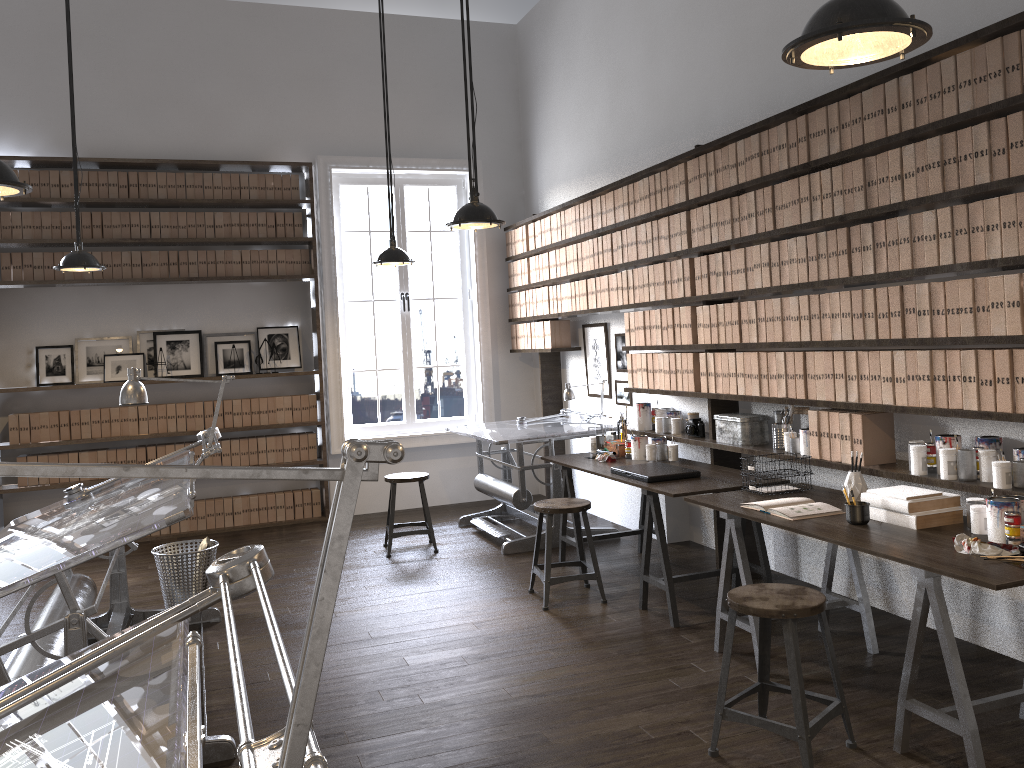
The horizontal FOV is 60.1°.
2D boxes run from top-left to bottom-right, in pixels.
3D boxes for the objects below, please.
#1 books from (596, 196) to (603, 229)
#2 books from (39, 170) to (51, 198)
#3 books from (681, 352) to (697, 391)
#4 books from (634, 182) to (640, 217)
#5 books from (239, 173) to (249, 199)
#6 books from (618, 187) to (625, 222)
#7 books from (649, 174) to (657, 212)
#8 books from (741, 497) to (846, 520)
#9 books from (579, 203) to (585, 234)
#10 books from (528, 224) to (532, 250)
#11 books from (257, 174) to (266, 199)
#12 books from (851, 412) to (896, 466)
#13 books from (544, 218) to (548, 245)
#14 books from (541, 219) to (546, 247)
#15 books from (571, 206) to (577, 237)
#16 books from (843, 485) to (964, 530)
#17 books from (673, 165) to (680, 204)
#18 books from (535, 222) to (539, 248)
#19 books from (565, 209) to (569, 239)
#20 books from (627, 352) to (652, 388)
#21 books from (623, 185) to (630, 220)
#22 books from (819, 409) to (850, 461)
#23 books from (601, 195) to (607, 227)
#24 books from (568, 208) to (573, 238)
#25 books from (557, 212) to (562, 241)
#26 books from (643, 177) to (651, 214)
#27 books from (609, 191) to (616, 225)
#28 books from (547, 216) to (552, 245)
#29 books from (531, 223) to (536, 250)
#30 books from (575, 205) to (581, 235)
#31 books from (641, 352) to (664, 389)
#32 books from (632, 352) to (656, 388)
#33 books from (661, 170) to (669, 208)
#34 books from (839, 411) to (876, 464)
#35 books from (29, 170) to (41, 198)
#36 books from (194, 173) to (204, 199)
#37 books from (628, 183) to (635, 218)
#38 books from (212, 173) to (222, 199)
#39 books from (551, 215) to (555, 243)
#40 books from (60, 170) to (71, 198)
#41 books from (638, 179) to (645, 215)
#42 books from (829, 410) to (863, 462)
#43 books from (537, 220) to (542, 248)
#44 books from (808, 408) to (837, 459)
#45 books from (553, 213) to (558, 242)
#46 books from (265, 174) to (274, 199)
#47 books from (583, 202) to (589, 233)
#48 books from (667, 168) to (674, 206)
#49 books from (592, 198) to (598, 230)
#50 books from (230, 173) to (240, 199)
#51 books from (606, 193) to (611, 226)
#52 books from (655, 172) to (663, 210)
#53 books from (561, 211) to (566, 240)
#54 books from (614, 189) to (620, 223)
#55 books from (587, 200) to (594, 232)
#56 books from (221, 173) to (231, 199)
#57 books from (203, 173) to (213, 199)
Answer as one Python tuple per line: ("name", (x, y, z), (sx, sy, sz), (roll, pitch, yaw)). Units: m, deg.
("books", (0.683, -1.193, 6.180), (0.174, 0.226, 0.066), (-3, 0, -20))
("books", (-3.619, -1.533, 6.884), (0.067, 0.225, 0.174), (-3, 1, -20))
("books", (1.094, -0.074, 5.208), (0.175, 0.225, 0.066), (-3, 0, -20))
("books", (0.876, -1.179, 5.664), (0.174, 0.226, 0.066), (-3, 0, -20))
("books", (-2.235, -1.626, 7.382), (0.067, 0.226, 0.174), (-3, 1, -20))
("books", (0.800, -1.184, 5.862), (0.175, 0.225, 0.066), (-3, 0, -20))
("books", (0.942, -1.173, 5.460), (0.175, 0.226, 0.067), (-3, 0, -20))
("books", (1.150, 0.505, 3.650), (0.256, 0.029, 0.354), (-4, 3, -20))
("books", (0.588, -1.201, 6.450), (0.175, 0.225, 0.066), (-3, 0, -20))
("books", (0.233, -1.230, 7.437), (0.175, 0.225, 0.066), (-3, 0, -20))
("books", (-2.109, -1.635, 7.432), (0.067, 0.225, 0.174), (-3, 1, -20))
("books", (1.586, 0.238, 3.885), (0.175, 0.226, 0.066), (-3, 0, -20))
("books", (0.356, -1.220, 7.097), (0.175, 0.226, 0.066), (-3, 0, -20))
("books", (0.332, -1.222, 7.163), (0.174, 0.226, 0.066), (-3, 0, -20))
("books", (0.538, -1.205, 6.576), (0.175, 0.226, 0.066), (-3, 0, -20))
("books", (1.449, 0.449, 3.338), (0.385, 0.147, 0.294), (-4, 2, -20))
("books", (1.040, -1.165, 5.200), (0.174, 0.226, 0.066), (-3, 0, -20))
("books", (0.284, -1.226, 7.297), (0.175, 0.226, 0.066), (-3, 0, -20))
("books", (0.496, -1.209, 6.712), (0.174, 0.226, 0.066), (-3, 0, -20))
("books", (0.854, -0.092, 5.850), (0.175, 0.226, 0.067), (-3, 0, -20))
("books", (0.823, -1.182, 5.794), (0.175, 0.226, 0.067), (-3, 0, -20))
("books", (1.513, 0.232, 4.085), (0.175, 0.226, 0.066), (-3, 0, -20))
("books", (0.711, -1.192, 6.115), (0.174, 0.226, 0.066), (-3, 0, -20))
("books", (0.517, -1.207, 6.645), (0.174, 0.226, 0.066), (-3, 0, -20))
("books", (0.443, -1.212, 6.842), (0.175, 0.226, 0.067), (-3, 0, -20))
("books", (0.918, -1.175, 5.528), (0.175, 0.226, 0.066), (-3, 0, -20))
("books", (0.753, -1.188, 5.983), (0.175, 0.226, 0.067), (-3, 0, -20))
("books", (0.373, -1.218, 7.031), (0.175, 0.226, 0.067), (-3, 0, -20))
("books", (0.253, -1.228, 7.366), (0.175, 0.226, 0.067), (-3, 0, -20))
("books", (0.563, -1.203, 6.508), (0.175, 0.226, 0.067), (-3, 0, -20))
("books", (0.924, -0.087, 5.660), (0.175, 0.226, 0.067), (-3, 0, -20))
("books", (0.881, -0.091, 5.789), (0.175, 0.225, 0.066), (-3, 0, -20))
("books", (0.994, -1.169, 5.332), (0.175, 0.226, 0.066), (-3, 0, -20))
("books", (1.557, 0.236, 3.950), (0.174, 0.226, 0.066), (-3, 0, -20))
("books", (-3.685, -1.528, 6.862), (0.067, 0.225, 0.174), (-3, 1, -20))
("books", (-2.568, -1.604, 7.260), (0.067, 0.226, 0.174), (-3, 1, -20))
("books", (0.850, -1.181, 5.729), (0.175, 0.226, 0.066), (-3, 0, -20))
("books", (-2.433, -1.613, 7.313), (0.067, 0.225, 0.174), (-3, 1, -20))
("books", (0.401, -1.216, 6.970), (0.175, 0.225, 0.066), (-3, 0, -20))
("books", (-3.484, -1.542, 6.931), (0.067, 0.225, 0.174), (-3, 1, -20))
("books", (0.896, -1.177, 5.597), (0.174, 0.226, 0.066), (-3, 0, -20))
("books", (1.537, 0.234, 4.018), (0.174, 0.226, 0.066), (-3, 0, -20))
("books", (0.304, -1.224, 7.229), (0.174, 0.226, 0.066), (-3, 0, -20))
("books", (1.485, 0.231, 4.146), (0.175, 0.226, 0.067), (-3, 0, -20))
("books", (0.420, -1.214, 6.910), (0.175, 0.225, 0.066), (-3, 0, -20))
("books", (-2.045, -1.639, 7.450), (0.067, 0.226, 0.174), (-3, 1, -20))
("books", (0.613, -1.200, 6.389), (0.175, 0.225, 0.066), (-3, 0, -20))
("books", (1.020, -1.167, 5.267), (0.174, 0.226, 0.066), (-3, 0, -20))
("books", (0.664, -1.196, 6.249), (0.175, 0.226, 0.066), (-3, 0, -20))
("books", (-2.303, -1.622, 7.362), (0.067, 0.225, 0.174), (-3, 1, -20))
("books", (0.736, -1.190, 6.049), (0.175, 0.226, 0.066), (-3, 0, -20))
("books", (0.968, -1.171, 5.402), (0.175, 0.225, 0.066), (-3, 0, -20))
("books", (0.471, -1.211, 6.777), (0.175, 0.226, 0.066), (-3, 0, -20))
("books", (0.780, -1.186, 5.922), (0.175, 0.225, 0.066), (-3, 0, -20))
("books", (0.633, -1.197, 6.318), (0.175, 0.226, 0.067), (-3, 0, -20))
("books", (-2.369, -1.617, 7.340), (0.067, 0.225, 0.174), (-3, 1, -20))
("books", (-2.500, -1.608, 7.285), (0.067, 0.225, 0.174), (-3, 1, -20))
